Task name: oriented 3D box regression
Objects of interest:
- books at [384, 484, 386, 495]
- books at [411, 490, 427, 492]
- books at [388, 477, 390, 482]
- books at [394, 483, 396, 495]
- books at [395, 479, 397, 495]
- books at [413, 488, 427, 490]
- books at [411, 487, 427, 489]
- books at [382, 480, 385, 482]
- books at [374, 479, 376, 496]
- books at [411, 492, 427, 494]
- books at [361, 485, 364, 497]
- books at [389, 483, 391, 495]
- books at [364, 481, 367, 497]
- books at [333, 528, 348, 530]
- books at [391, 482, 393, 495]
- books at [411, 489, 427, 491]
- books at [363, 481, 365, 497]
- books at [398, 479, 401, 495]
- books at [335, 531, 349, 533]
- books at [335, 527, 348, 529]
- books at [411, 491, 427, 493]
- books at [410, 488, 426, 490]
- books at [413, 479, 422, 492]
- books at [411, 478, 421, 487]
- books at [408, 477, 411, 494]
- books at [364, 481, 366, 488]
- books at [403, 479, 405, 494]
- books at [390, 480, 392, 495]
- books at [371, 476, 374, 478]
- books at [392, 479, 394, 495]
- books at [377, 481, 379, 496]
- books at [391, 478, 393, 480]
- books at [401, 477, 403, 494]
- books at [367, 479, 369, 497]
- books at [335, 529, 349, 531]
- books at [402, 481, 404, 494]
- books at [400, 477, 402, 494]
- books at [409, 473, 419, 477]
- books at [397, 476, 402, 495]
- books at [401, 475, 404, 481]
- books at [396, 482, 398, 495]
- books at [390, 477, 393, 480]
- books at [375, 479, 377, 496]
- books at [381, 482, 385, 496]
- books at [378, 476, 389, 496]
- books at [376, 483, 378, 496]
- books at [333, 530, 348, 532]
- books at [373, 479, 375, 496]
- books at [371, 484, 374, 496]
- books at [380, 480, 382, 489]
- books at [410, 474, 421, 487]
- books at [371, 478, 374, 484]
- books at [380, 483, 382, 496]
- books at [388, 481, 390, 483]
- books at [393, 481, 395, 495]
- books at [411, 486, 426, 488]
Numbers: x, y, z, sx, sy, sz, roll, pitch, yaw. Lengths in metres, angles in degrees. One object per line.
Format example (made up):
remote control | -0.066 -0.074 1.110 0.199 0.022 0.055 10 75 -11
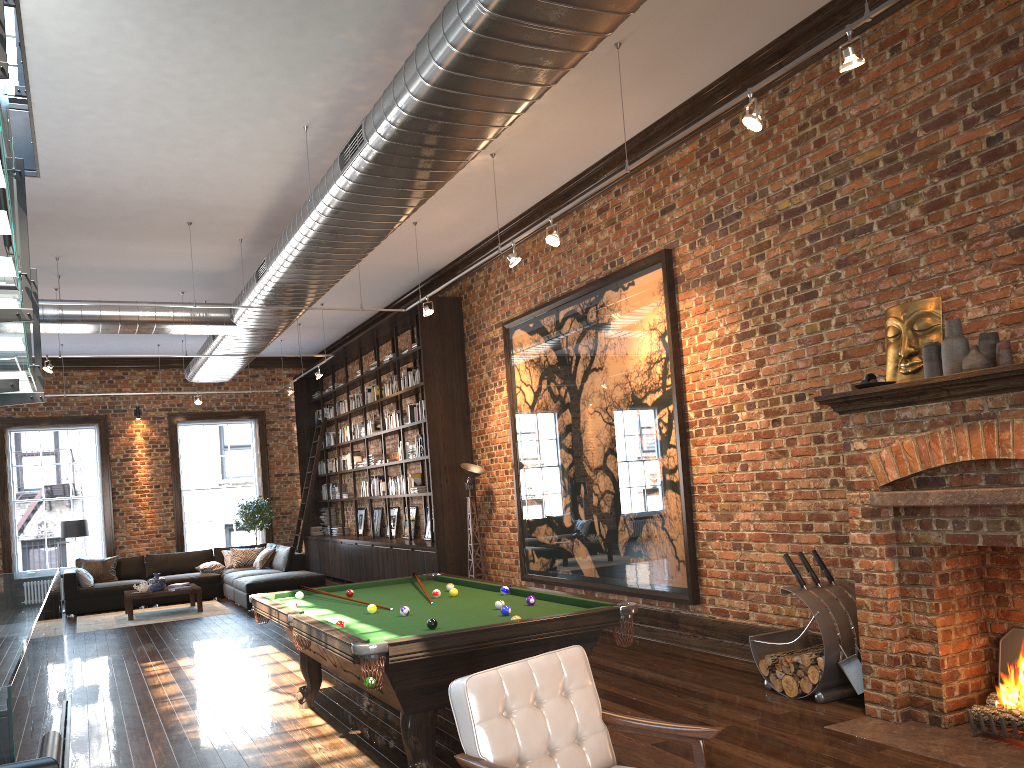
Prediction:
books | -1.995 1.711 14.390 0.148 0.181 0.026 -3 -2 -26
books | -1.353 1.564 12.952 0.161 0.012 0.306 -2 -7 -21
books | -1.929 1.639 14.252 0.131 0.290 0.016 -3 -2 -26
books | -1.754 1.634 13.850 0.174 0.183 0.034 -2 -2 -26
books | -1.735 1.603 13.823 0.165 0.237 0.034 -3 -2 -26
books | -1.353 1.540 12.954 0.161 0.012 0.305 -2 -7 -22
books | -1.356 1.516 12.954 0.159 0.012 0.341 -2 -7 -23
books | -2.027 1.681 14.436 0.176 0.255 0.014 -3 -2 -26
books | -2.201 1.720 14.789 0.184 0.284 0.015 -3 -2 -26
books | -1.353 1.588 12.951 0.159 0.012 0.340 -1 -7 -24
books | -2.546 1.870 15.509 0.178 0.204 0.068 -2 -3 -26
books | -1.887 1.672 14.167 0.158 0.200 0.028 -3 -2 -26
books | -2.435 1.801 15.245 0.189 0.259 0.027 -3 -2 -26
books | -3.286 2.777 16.992 0.228 0.008 0.332 -1 -7 -24
books | -1.822 1.647 14.028 0.169 0.208 0.028 -3 -2 -26
books | -1.356 1.552 12.952 0.159 0.012 0.340 -1 -7 -24
books | -2.490 1.812 15.366 0.180 0.274 0.014 -3 -2 -26
books | -1.648 1.572 13.645 0.191 0.245 0.031 -3 -2 -26
books | -3.278 2.831 16.991 0.226 0.007 0.371 -1 -7 -25
books | -3.287 2.755 16.992 0.226 0.007 0.372 -1 -7 -24
books | -1.350 1.576 12.953 0.159 0.012 0.341 -2 -7 -22
books | -1.364 1.528 12.950 0.160 0.012 0.301 -1 -7 -26
books | -1.401 1.519 13.187 0.136 0.210 0.036 -3 -2 -26
books | -1.418 1.514 13.217 0.141 0.228 0.032 -3 -2 -26
books | -1.469 1.514 13.259 0.176 0.245 0.039 -3 -2 -26
books | -2.456 1.805 15.328 0.180 0.275 0.084 -3 -3 -26
books | -1.553 1.549 13.452 0.174 0.234 0.027 -3 -2 -26
books | -1.847 1.639 14.050 0.167 0.233 0.032 -3 -2 -26
books | -2.332 1.735 15.069 0.143 0.336 0.013 -3 -2 -26
books | -1.790 1.617 13.945 0.179 0.245 0.032 -3 -2 -26
books | -2.118 1.707 14.586 0.186 0.250 0.051 -3 -2 -26
books | -1.849 1.621 14.076 0.145 0.275 0.013 -3 -2 -26
books | -1.617 1.553 13.579 0.161 0.264 0.033 -3 -2 -26
books | -2.369 1.763 15.126 0.184 0.300 0.016 -3 -2 -26
books | -3.281 2.793 16.992 0.226 0.007 0.371 -1 -7 -27
books | -1.583 1.572 13.517 0.183 0.206 0.029 -2 -2 -26
books | -1.620 1.557 13.602 0.181 0.261 0.012 -3 -2 -26
books | -1.459 1.490 13.294 0.149 0.299 0.013 -3 -2 -26
books | -1.695 1.566 13.761 0.151 0.291 0.031 -3 -2 -26
books | -1.593 1.530 13.539 0.177 0.296 0.014 -3 -2 -26
books | -1.716 1.617 13.780 0.164 0.196 0.027 -2 -2 -26
books | -1.861 1.623 14.123 0.159 0.284 0.014 -3 -2 -26
books | -2.180 1.711 14.738 0.184 0.287 0.016 -3 -2 -26
books | -2.021 1.697 14.412 0.190 0.217 0.033 -2 -2 -26
books | -2.102 1.670 14.560 0.186 0.316 0.015 -3 -2 -26
books | -2.146 1.740 14.656 0.179 0.205 0.012 -2 -2 -26
books | -3.286 2.816 16.989 0.226 0.007 0.373 -2 -7 -23
books | -2.241 1.731 14.899 0.154 0.293 0.030 -3 -2 -26
books | -2.283 1.783 14.948 0.174 0.206 0.031 -2 -2 -26
books | -2.072 1.693 14.522 0.171 0.257 0.013 -3 -2 -26
books | -1.430 1.490 13.238 0.159 0.284 0.014 -3 -2 -26
books | -2.319 1.744 15.045 0.169 0.310 0.039 -3 -2 -26
books | -2.050 1.713 14.480 0.191 0.204 0.025 -2 -2 -26
books | -1.923 1.671 14.225 0.153 0.220 0.034 -3 -2 -26
books | -1.765 1.622 13.880 0.174 0.217 0.027 -3 -2 -26
books | -1.364 1.504 12.952 0.161 0.012 0.308 -2 -7 -19
